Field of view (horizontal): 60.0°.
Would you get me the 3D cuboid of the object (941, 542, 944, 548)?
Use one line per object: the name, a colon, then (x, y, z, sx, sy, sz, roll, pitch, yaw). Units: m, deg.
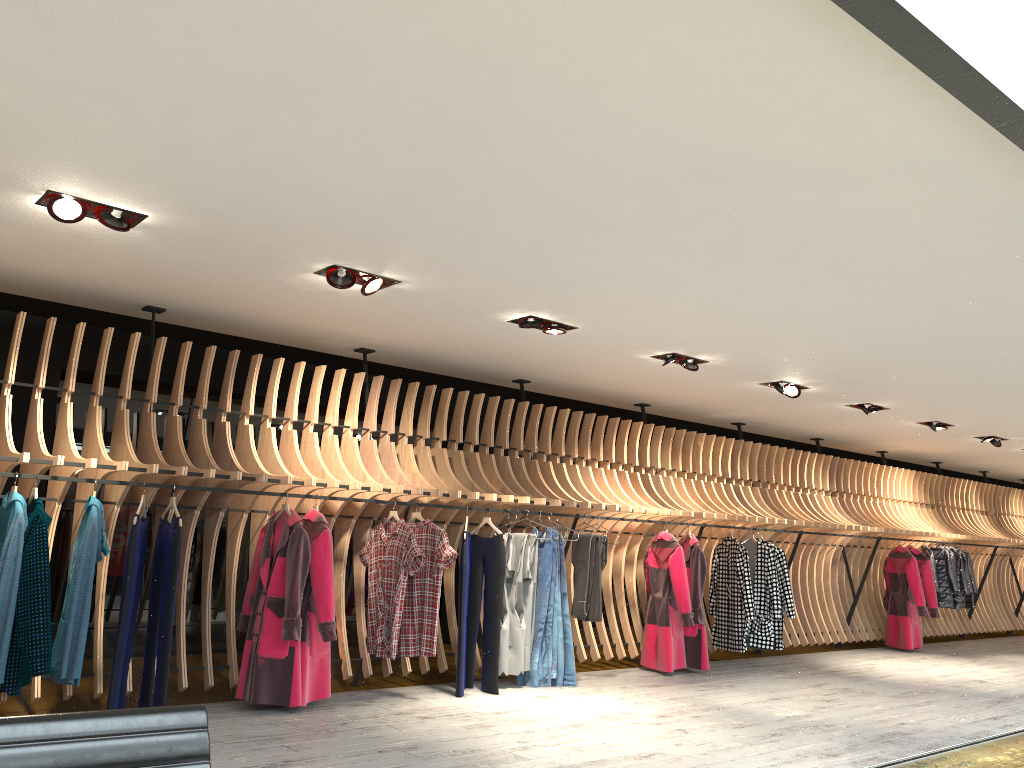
object: (6.098, 2.352, 12.604, 0.016, 0.243, 0.437, 5, -11, -15)

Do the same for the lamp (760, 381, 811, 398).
lamp: (2.663, -0.018, 8.656, 0.492, 0.292, 0.269, 11, -14, -39)

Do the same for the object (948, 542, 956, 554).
object: (6.237, 2.370, 12.681, 0.010, 0.227, 0.439, 5, -11, -15)

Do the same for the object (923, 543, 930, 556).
object: (5.704, 2.267, 12.257, 0.010, 0.227, 0.438, 0, -11, 10)

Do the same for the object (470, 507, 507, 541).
object: (-0.209, 1.158, 7.353, 0.012, 0.271, 0.524, 12, -14, -39)

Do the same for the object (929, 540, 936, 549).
object: (5.883, 2.301, 12.408, 0.439, 0.227, 0.010, -6, -14, 39)

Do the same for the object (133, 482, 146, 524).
object: (-2.330, 0.751, 5.594, 0.012, 0.271, 0.523, 5, -11, -15)

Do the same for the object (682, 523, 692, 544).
object: (1.783, 1.536, 8.970, 0.012, 0.271, 0.523, 4, -11, -10)

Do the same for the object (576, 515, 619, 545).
object: (0.787, 1.347, 8.202, 0.023, 0.263, 0.546, 11, -13, -38)

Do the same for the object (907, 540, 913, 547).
object: (5.380, 2.243, 12.005, 0.015, 0.291, 0.522, 9, -12, -29)

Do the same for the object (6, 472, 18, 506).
object: (-2.882, 0.641, 5.126, 0.012, 0.271, 0.524, 12, -14, -39)

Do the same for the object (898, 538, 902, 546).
object: (5.177, 2.193, 11.829, 0.012, 0.271, 0.523, 4, -11, -10)

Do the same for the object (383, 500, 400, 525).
object: (-0.906, 1.019, 6.759, 0.012, 0.271, 0.524, 12, -14, -39)

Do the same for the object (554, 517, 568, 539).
object: (0.403, 1.270, 7.868, 0.023, 0.257, 0.547, 5, -11, -14)

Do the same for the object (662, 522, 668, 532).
object: (1.515, 1.493, 8.794, 0.012, 0.271, 0.524, 6, -11, -20)

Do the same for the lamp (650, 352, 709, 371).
lamp: (1.450, -0.254, 7.653, 0.492, 0.285, 0.269, 11, -14, -39)

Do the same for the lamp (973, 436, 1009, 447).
lamp: (6.304, 0.680, 11.669, 0.492, 0.295, 0.269, 11, -14, -39)

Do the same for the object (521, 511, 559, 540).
object: (0.239, 1.227, 7.716, 0.023, 0.244, 0.548, 10, -13, -33)

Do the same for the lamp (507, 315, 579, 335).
lamp: (0.236, -0.481, 6.647, 0.492, 0.297, 0.269, 11, -14, -39)

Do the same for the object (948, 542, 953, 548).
object: (6.309, 2.397, 12.778, 0.010, 0.244, 0.438, 12, -14, -39)

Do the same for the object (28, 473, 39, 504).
object: (-2.810, 0.661, 5.209, 0.012, 0.271, 0.524, 12, -14, -39)

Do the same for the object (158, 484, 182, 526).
object: (-2.186, 0.776, 5.700, 0.012, 0.271, 0.524, 10, -13, -34)

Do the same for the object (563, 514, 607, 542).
object: (0.660, 1.306, 8.061, 0.023, 0.244, 0.548, 11, -13, -38)

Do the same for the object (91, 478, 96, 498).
object: (-2.552, 0.705, 5.401, 0.012, 0.271, 0.524, 9, -12, -29)

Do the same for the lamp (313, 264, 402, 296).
lamp: (-0.977, -0.711, 5.642, 0.492, 0.302, 0.269, 11, -14, -39)

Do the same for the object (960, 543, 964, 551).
object: (6.597, 2.442, 12.999, 0.010, 0.227, 0.438, 2, -10, 0)

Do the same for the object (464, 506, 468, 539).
object: (-0.366, 1.126, 7.213, 0.012, 0.271, 0.523, 2, -10, 0)

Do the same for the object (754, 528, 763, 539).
object: (2.714, 1.719, 9.772, 0.524, 0.271, 0.012, -6, -14, 39)

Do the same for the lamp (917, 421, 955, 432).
lamp: (5.090, 0.449, 10.665, 0.492, 0.296, 0.269, 11, -14, -39)

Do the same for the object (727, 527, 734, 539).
object: (2.323, 1.647, 9.460, 0.012, 0.271, 0.524, 6, -11, -20)

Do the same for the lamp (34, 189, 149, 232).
lamp: (-2.191, -0.951, 4.639, 0.492, 0.287, 0.269, 11, -14, -39)

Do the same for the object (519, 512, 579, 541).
object: (0.325, 1.244, 7.778, 0.549, 0.244, 0.023, -2, -12, 21)

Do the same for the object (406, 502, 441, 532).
object: (-0.740, 1.056, 6.887, 0.524, 0.287, 0.015, -5, -13, 34)

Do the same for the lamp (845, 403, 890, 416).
lamp: (3.877, 0.216, 9.661, 0.492, 0.295, 0.269, 11, -14, -39)

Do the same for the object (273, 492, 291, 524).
object: (-1.586, 0.889, 6.195, 0.012, 0.271, 0.524, 12, -14, -39)

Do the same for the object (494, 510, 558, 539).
object: (0.122, 1.202, 7.613, 0.549, 0.244, 0.023, 0, -11, 11)

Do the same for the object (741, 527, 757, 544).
object: (2.589, 1.691, 9.644, 0.012, 0.271, 0.524, 12, -14, -39)

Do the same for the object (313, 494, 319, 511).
object: (-1.413, 0.927, 6.366, 0.012, 0.271, 0.524, 9, -12, -29)
